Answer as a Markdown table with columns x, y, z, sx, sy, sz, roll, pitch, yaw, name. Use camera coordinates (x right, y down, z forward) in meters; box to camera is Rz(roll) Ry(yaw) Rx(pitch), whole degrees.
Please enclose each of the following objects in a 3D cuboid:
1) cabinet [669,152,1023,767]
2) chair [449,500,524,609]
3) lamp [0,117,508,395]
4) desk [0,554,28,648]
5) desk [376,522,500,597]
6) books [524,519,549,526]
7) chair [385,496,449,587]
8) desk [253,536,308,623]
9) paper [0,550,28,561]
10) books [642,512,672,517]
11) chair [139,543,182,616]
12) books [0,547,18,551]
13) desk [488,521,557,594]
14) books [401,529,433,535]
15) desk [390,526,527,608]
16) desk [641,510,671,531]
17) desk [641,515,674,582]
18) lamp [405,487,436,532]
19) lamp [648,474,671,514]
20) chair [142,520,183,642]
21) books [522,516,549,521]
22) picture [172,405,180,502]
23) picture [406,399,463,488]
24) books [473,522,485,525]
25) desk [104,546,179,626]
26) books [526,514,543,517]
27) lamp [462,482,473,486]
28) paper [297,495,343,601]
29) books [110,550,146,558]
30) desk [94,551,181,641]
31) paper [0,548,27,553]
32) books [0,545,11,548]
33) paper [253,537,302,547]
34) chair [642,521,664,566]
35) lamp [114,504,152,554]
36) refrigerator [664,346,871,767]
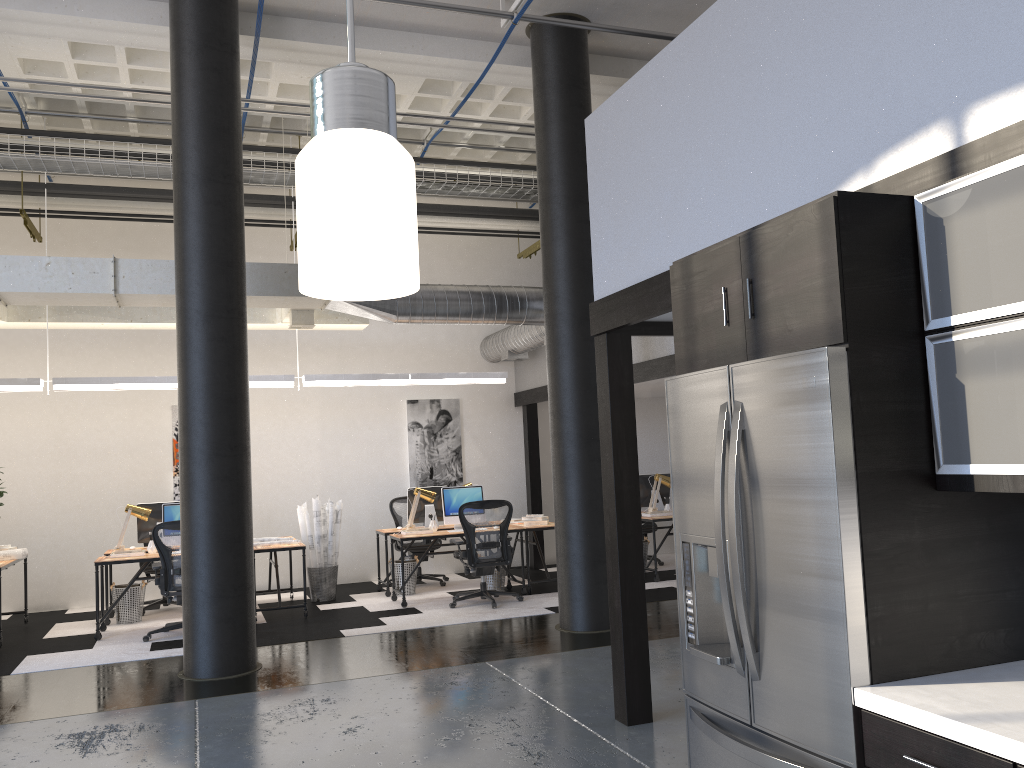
| x | y | z | sx | sy | sz | roll | pitch | yaw | name |
| --- | --- | --- | --- | --- | --- | --- | --- | --- | --- |
| -0.062 | 0.453 | 0.603 | 4.231 | 2.312 | 4.280 | -1 | -5 | -20 | cabinet |
| -0.346 | 1.756 | 9.302 | 0.770 | 1.084 | 0.793 | 0 | -5 | -36 | chair |
| -3.579 | -1.331 | 9.443 | 7.301 | 2.861 | 0.226 | -1 | -4 | -20 | lamp |
| -5.043 | 2.068 | 8.482 | 0.529 | 0.724 | 1.402 | -1 | -5 | -20 | desk |
| -0.872 | 2.058 | 10.508 | 1.400 | 0.724 | 0.530 | -1 | -4 | -20 | desk |
| 0.280 | 1.588 | 10.179 | 0.271 | 0.050 | 0.200 | -3 | -5 | 7 | books |
| -1.134 | 1.928 | 10.941 | 0.770 | 1.084 | 0.793 | 0 | -5 | -36 | chair |
| -2.529 | 2.047 | 9.417 | 0.529 | 0.724 | 1.402 | -1 | -5 | -20 | desk |
| -5.155 | 1.654 | 8.310 | 0.083 | 0.082 | 1.134 | -7 | -6 | 44 | paper |
| 1.744 | 1.560 | 10.629 | 0.308 | 0.038 | 0.226 | -1 | -5 | -20 | books |
| -3.842 | 1.972 | 9.912 | 0.770 | 1.084 | 0.793 | 0 | -5 | -36 | chair |
| -5.209 | 1.685 | 9.020 | 0.257 | 0.044 | 0.193 | -3 | -5 | -3 | books |
| 0.180 | 2.003 | 10.446 | 0.529 | 0.724 | 1.402 | -1 | -5 | -20 | desk |
| -1.039 | 1.615 | 9.687 | 0.308 | 0.038 | 0.226 | -1 | -5 | -20 | books |
| -0.592 | 1.979 | 9.711 | 1.400 | 0.724 | 0.530 | -1 | -4 | -20 | desk |
| 1.911 | 2.003 | 11.450 | 1.400 | 0.724 | 0.530 | -1 | -4 | -20 | desk |
| 2.191 | 1.925 | 10.654 | 1.400 | 0.724 | 0.530 | -1 | -4 | -20 | desk |
| -0.994 | 1.362 | 9.694 | 0.344 | 0.469 | 0.126 | -1 | -4 | -20 | lamp |
| 1.789 | 1.307 | 10.636 | 0.344 | 0.469 | 0.126 | -1 | -4 | -20 | lamp |
| -3.054 | 1.800 | 8.273 | 0.770 | 1.084 | 0.793 | 0 | -5 | -36 | chair |
| 0.267 | 1.544 | 10.206 | 0.257 | 0.044 | 0.193 | -5 | -5 | 27 | books |
| -3.757 | 0.844 | 10.839 | 0.731 | 1.182 | 0.049 | -1 | -4 | -20 | picture |
| -1.032 | 0.795 | 11.827 | 0.731 | 1.182 | 0.049 | -1 | -4 | -20 | picture |
| -0.460 | 1.661 | 10.584 | 0.308 | 0.038 | 0.226 | -1 | -5 | -20 | books |
| -3.580 | 2.102 | 9.479 | 1.400 | 0.724 | 0.530 | -1 | -4 | -20 | desk |
| 0.262 | 1.512 | 10.194 | 0.185 | 0.030 | 0.153 | -3 | -5 | 8 | books |
| -0.529 | 1.415 | 10.609 | 0.344 | 0.469 | 0.128 | -1 | -4 | -20 | lamp |
| -2.166 | 1.841 | 10.012 | 0.440 | 1.197 | 0.413 | 1 | -5 | -42 | paper |
| -3.747 | 1.659 | 8.658 | 0.308 | 0.038 | 0.226 | -1 | -5 | -20 | books |
| -3.300 | 2.023 | 8.682 | 1.400 | 0.724 | 0.530 | -1 | -4 | -20 | desk |
| -5.211 | 1.669 | 8.467 | 0.083 | 0.082 | 1.134 | -6 | -6 | 35 | paper |
| -5.207 | 1.652 | 9.007 | 0.185 | 0.030 | 0.153 | -1 | -5 | -22 | books |
| -2.534 | 1.653 | 9.319 | 0.568 | 0.061 | 0.626 | -1 | -5 | -22 | paper |
| 1.648 | 1.873 | 11.883 | 0.770 | 1.084 | 0.793 | 0 | -5 | -36 | chair |
| -3.703 | 1.406 | 8.666 | 0.344 | 0.469 | 0.128 | -1 | -4 | -20 | lamp |
| 1.041 | 0.817 | 2.782 | 0.820 | 1.770 | 0.854 | -1 | -4 | -20 | refrigerator |
